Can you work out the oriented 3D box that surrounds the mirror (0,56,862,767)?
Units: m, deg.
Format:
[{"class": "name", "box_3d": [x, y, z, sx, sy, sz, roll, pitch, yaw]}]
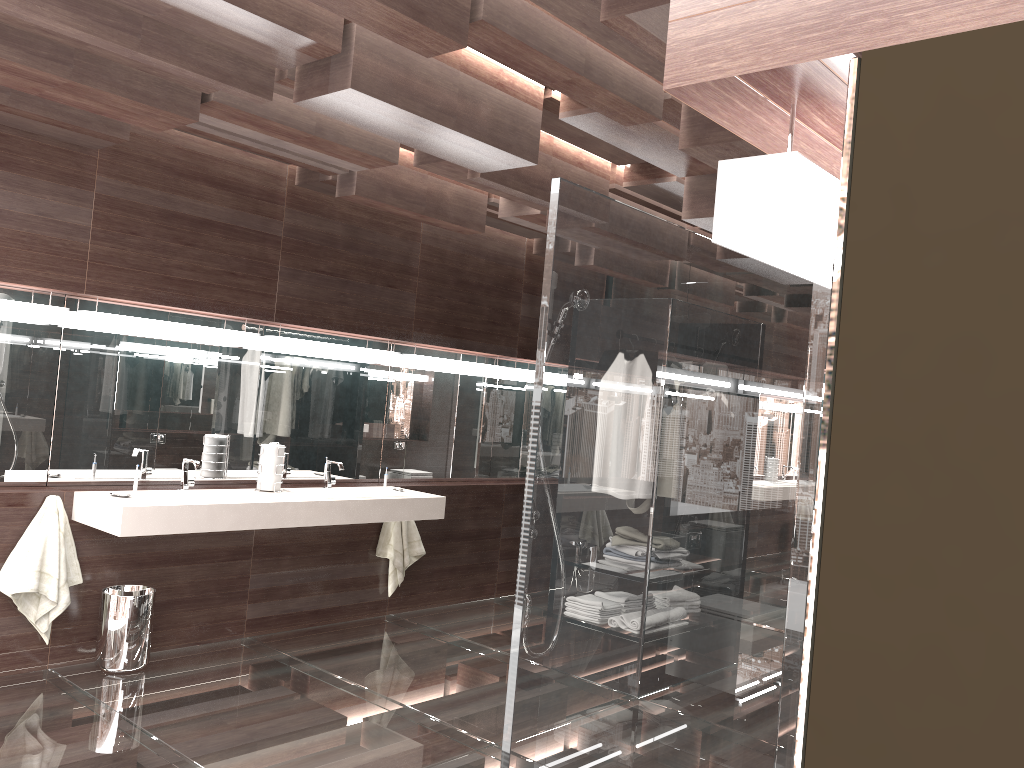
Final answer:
[{"class": "mirror", "box_3d": [0.379, 0.251, 4.030, 4.126, 0.916, 5.081, 4, -2, 41]}]

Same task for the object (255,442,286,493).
[{"class": "object", "box_3d": [-1.307, 0.450, 4.811, 0.145, 0.261, 0.136, 5, -1, -5]}]

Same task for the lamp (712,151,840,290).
[{"class": "lamp", "box_3d": [0.543, -0.144, 1.210, 0.082, 0.082, 0.950, 4, -2, 41]}]

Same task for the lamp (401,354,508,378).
[{"class": "lamp", "box_3d": [-0.374, -0.120, 6.099, 0.082, 0.082, 0.950, 4, -2, 41]}]

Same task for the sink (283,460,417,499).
[{"class": "sink", "box_3d": [-0.929, 0.553, 5.055, 0.427, 0.193, 0.681, 4, -2, 41]}]

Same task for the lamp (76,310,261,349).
[{"class": "lamp", "box_3d": [-1.728, -0.273, 4.546, 0.082, 0.082, 0.950, 4, -2, 41]}]

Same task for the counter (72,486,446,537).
[{"class": "counter", "box_3d": [-1.220, 0.652, 4.701, 0.488, 0.131, 1.954, 4, -2, 41]}]

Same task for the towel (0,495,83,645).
[{"class": "towel", "box_3d": [-2.084, 0.848, 3.974, 0.156, 0.678, 0.368, 4, -2, 41]}]

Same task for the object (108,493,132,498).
[{"class": "object", "box_3d": [-1.811, 0.515, 4.103, 0.108, 0.011, 0.065, 5, -1, 19]}]

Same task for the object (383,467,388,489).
[{"class": "object", "box_3d": [-0.770, 0.575, 5.411, 0.022, 0.132, 0.022, 5, -1, -12]}]

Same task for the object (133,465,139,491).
[{"class": "object", "box_3d": [-1.823, 0.458, 4.304, 0.022, 0.132, 0.022, 5, -1, 23]}]

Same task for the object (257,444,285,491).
[{"class": "object", "box_3d": [-1.307, 0.451, 4.804, 0.124, 0.246, 0.128, 5, -1, 23]}]

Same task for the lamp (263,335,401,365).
[{"class": "lamp", "box_3d": [-1.054, -0.197, 5.319, 0.082, 0.082, 0.950, 4, -2, 41]}]

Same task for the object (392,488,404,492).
[{"class": "object", "box_3d": [-0.692, 0.642, 5.375, 0.065, 0.011, 0.108, 6, -1, -28]}]

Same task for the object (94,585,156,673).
[{"class": "object", "box_3d": [-1.812, 1.145, 4.156, 0.237, 0.358, 0.237, 5, -1, -17]}]

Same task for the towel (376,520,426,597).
[{"class": "towel", "box_3d": [-0.678, 1.007, 5.587, 0.156, 0.678, 0.368, 4, -2, 41]}]

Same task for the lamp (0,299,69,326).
[{"class": "lamp", "box_3d": [-2.396, -0.348, 3.779, 0.082, 0.082, 0.950, 4, -2, 41]}]

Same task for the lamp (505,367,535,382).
[{"class": "lamp", "box_3d": [0.287, -0.045, 6.858, 0.082, 0.082, 0.950, 4, -2, 41]}]

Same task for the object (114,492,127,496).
[{"class": "object", "box_3d": [-1.810, 0.508, 4.102, 0.066, 0.016, 0.035, 5, -1, 18]}]

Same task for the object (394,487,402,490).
[{"class": "object", "box_3d": [-0.691, 0.635, 5.374, 0.035, 0.016, 0.066, 6, -1, -29]}]

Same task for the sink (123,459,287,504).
[{"class": "sink", "box_3d": [-1.518, 0.486, 4.380, 0.427, 0.193, 0.681, 4, -2, 41]}]
